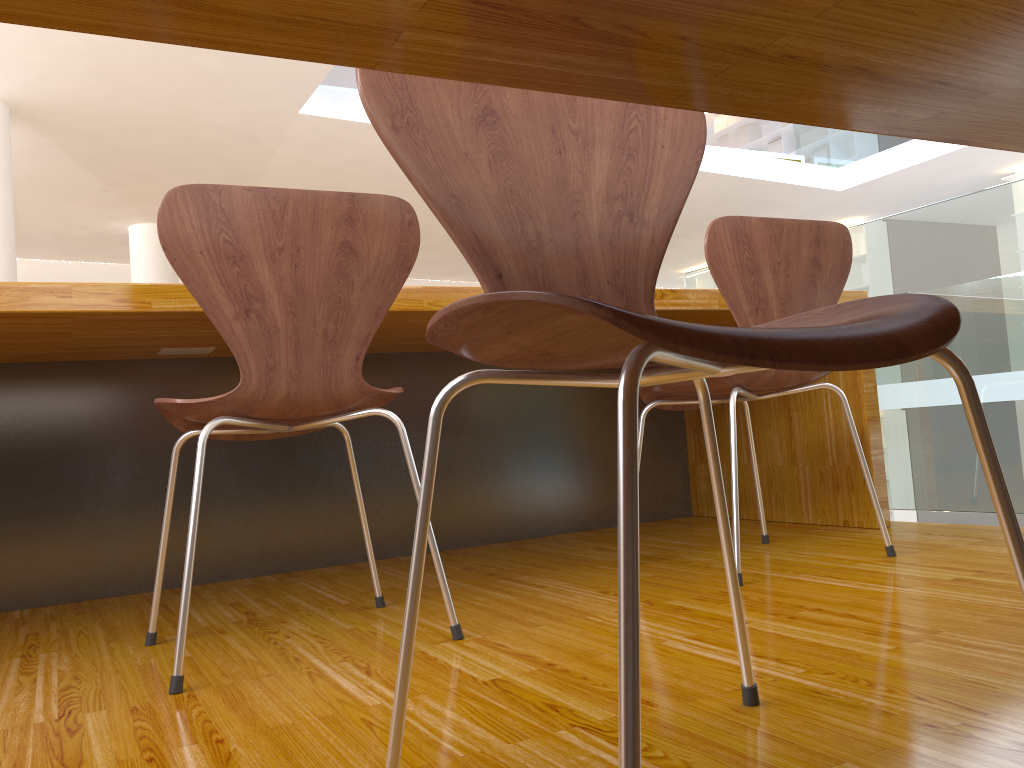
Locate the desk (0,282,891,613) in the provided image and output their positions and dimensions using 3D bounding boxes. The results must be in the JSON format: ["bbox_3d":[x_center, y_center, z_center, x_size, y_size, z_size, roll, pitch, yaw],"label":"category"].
[{"bbox_3d":[-0.755,0.388,2.061,3.216,1.022,1.248,-3,-4,-28],"label":"desk"}]

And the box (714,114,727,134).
[{"bbox_3d":[2.800,-3.399,11.612,0.274,0.296,0.245,-3,-4,-28],"label":"box"}]

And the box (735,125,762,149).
[{"bbox_3d":[2.990,-3.103,11.274,0.274,0.296,0.245,-3,-4,-28],"label":"box"}]

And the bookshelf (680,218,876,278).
[{"bbox_3d":[3.254,-0.748,10.830,0.498,1.836,2.984,-3,-4,-28],"label":"bookshelf"}]

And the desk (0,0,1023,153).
[{"bbox_3d":[0.236,0.004,0.315,3.356,0.606,0.760,-3,-4,-28],"label":"desk"}]

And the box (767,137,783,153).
[{"bbox_3d":[3.262,-2.822,10.779,0.274,0.296,0.245,-3,-4,-28],"label":"box"}]

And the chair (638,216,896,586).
[{"bbox_3d":[0.487,0.032,1.899,0.428,0.693,0.381,-3,-4,-28],"label":"chair"}]

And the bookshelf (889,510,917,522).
[{"bbox_3d":[3.411,1.304,10.714,0.498,1.836,2.984,-3,-4,-28],"label":"bookshelf"}]

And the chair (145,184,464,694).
[{"bbox_3d":[-0.373,0.072,1.450,0.428,0.693,0.381,-3,-4,-28],"label":"chair"}]

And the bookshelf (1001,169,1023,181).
[{"bbox_3d":[5.533,-1.170,6.437,0.498,1.836,3.666,-3,-4,-28],"label":"bookshelf"}]

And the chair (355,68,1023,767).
[{"bbox_3d":[0.131,-0.008,0.717,0.428,0.693,0.381,-3,-4,-28],"label":"chair"}]

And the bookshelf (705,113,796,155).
[{"bbox_3d":[3.099,-2.785,10.946,0.498,1.836,2.984,-3,-4,-28],"label":"bookshelf"}]

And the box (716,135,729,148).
[{"bbox_3d":[2.825,-3.073,11.594,0.274,0.296,0.245,-3,-4,-28],"label":"box"}]
